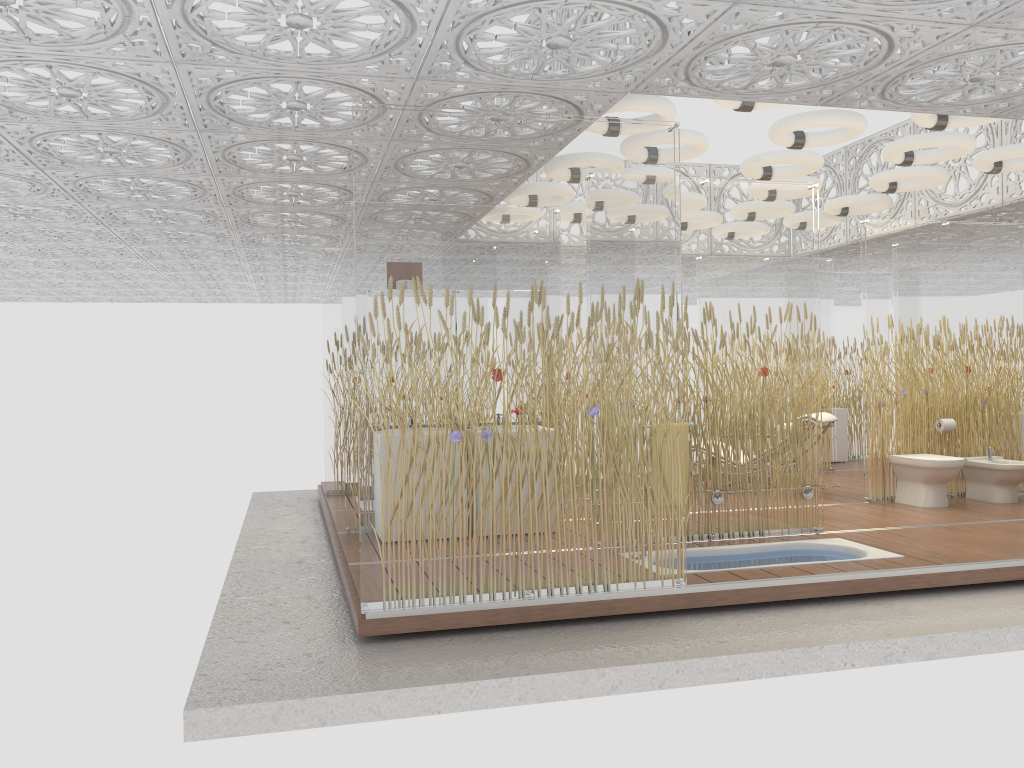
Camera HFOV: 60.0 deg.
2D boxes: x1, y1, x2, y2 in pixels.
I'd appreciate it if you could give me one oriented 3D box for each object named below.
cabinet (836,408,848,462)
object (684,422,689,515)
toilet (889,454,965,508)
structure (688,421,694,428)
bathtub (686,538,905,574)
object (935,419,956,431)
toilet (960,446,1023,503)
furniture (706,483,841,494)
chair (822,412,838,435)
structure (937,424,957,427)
[{"bbox_3d":[4.186,0.689,12.026,0.595,0.712,0.358,-1,0,-14],"label":"cabinet"},{"bbox_3d":[1.105,0.599,6.216,0.283,0.656,0.042,-1,0,-14],"label":"object"},{"bbox_3d":[3.744,0.871,7.919,0.401,0.437,0.611,-1,0,-14],"label":"toilet"},{"bbox_3d":[1.091,0.291,6.239,0.442,0.047,0.078,-1,0,-14],"label":"structure"},{"bbox_3d":[1.619,1.237,5.832,1.700,0.582,0.700,-1,0,-14],"label":"bathtub"},{"bbox_3d":[4.031,0.380,8.243,0.131,0.115,0.115,-1,0,-14],"label":"object"},{"bbox_3d":[4.477,0.830,8.105,0.401,0.506,0.611,-1,0,-14],"label":"toilet"},{"bbox_3d":[1.863,0.741,6.315,0.977,0.014,0.178,-1,0,-14],"label":"furniture"},{"bbox_3d":[2.365,0.698,9.089,1.787,0.811,0.635,-1,0,36],"label":"chair"},{"bbox_3d":[4.043,0.381,8.275,0.215,0.047,0.080,-1,0,-14],"label":"structure"}]
